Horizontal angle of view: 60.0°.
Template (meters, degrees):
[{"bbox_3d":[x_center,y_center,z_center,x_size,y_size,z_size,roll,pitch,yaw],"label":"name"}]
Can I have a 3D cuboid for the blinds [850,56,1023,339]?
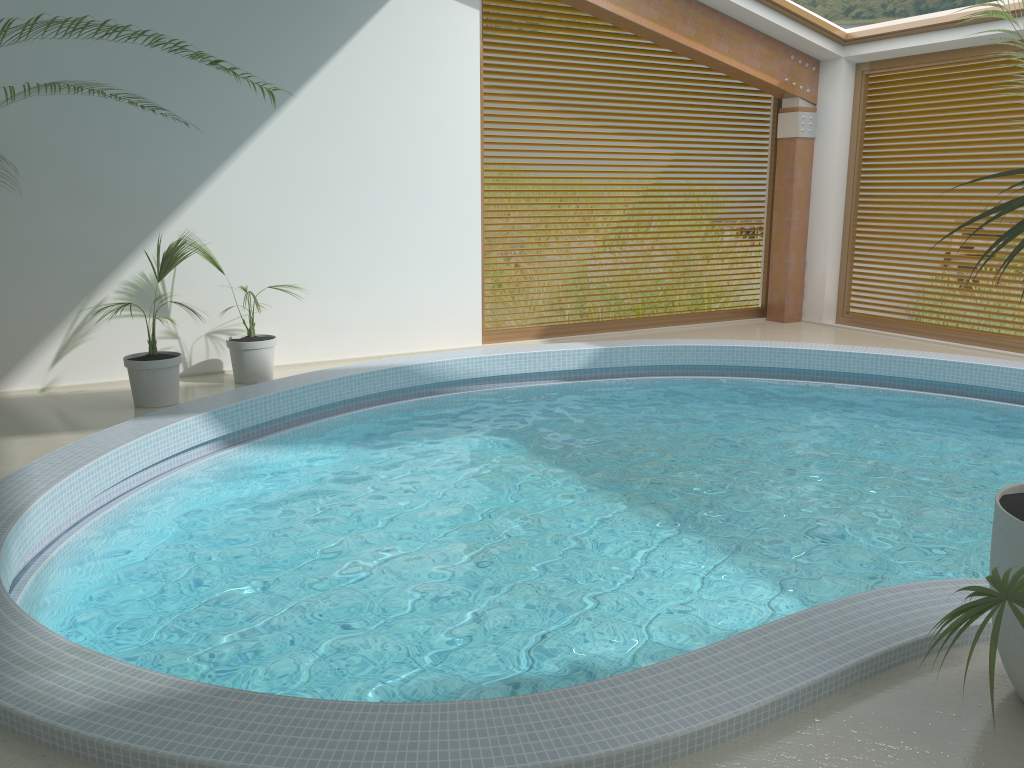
[{"bbox_3d":[5.150,-1.838,8.937,0.095,2.921,4.200,-7,14,-29],"label":"blinds"}]

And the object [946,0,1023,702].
[{"bbox_3d":[1.946,-0.392,2.342,2.979,2.960,2.729,-3,13,-12],"label":"object"}]

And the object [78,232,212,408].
[{"bbox_3d":[-2.635,-0.493,6.649,0.822,1.310,1.067,2,13,10],"label":"object"}]

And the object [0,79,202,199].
[{"bbox_3d":[-3.596,-1.009,5.140,2.979,2.960,2.729,11,16,40],"label":"object"}]

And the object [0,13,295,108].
[{"bbox_3d":[-2.583,-0.544,3.026,2.979,2.960,2.729,6,14,25],"label":"object"}]

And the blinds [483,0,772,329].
[{"bbox_3d":[1.330,-2.687,10.186,4.500,4.025,0.099,-7,14,-29],"label":"blinds"}]

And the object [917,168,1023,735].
[{"bbox_3d":[1.344,0.378,1.806,1.059,1.695,0.791,1,12,6],"label":"object"}]

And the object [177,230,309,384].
[{"bbox_3d":[-2.194,-0.653,7.380,1.067,1.310,0.822,-4,13,-17],"label":"object"}]
